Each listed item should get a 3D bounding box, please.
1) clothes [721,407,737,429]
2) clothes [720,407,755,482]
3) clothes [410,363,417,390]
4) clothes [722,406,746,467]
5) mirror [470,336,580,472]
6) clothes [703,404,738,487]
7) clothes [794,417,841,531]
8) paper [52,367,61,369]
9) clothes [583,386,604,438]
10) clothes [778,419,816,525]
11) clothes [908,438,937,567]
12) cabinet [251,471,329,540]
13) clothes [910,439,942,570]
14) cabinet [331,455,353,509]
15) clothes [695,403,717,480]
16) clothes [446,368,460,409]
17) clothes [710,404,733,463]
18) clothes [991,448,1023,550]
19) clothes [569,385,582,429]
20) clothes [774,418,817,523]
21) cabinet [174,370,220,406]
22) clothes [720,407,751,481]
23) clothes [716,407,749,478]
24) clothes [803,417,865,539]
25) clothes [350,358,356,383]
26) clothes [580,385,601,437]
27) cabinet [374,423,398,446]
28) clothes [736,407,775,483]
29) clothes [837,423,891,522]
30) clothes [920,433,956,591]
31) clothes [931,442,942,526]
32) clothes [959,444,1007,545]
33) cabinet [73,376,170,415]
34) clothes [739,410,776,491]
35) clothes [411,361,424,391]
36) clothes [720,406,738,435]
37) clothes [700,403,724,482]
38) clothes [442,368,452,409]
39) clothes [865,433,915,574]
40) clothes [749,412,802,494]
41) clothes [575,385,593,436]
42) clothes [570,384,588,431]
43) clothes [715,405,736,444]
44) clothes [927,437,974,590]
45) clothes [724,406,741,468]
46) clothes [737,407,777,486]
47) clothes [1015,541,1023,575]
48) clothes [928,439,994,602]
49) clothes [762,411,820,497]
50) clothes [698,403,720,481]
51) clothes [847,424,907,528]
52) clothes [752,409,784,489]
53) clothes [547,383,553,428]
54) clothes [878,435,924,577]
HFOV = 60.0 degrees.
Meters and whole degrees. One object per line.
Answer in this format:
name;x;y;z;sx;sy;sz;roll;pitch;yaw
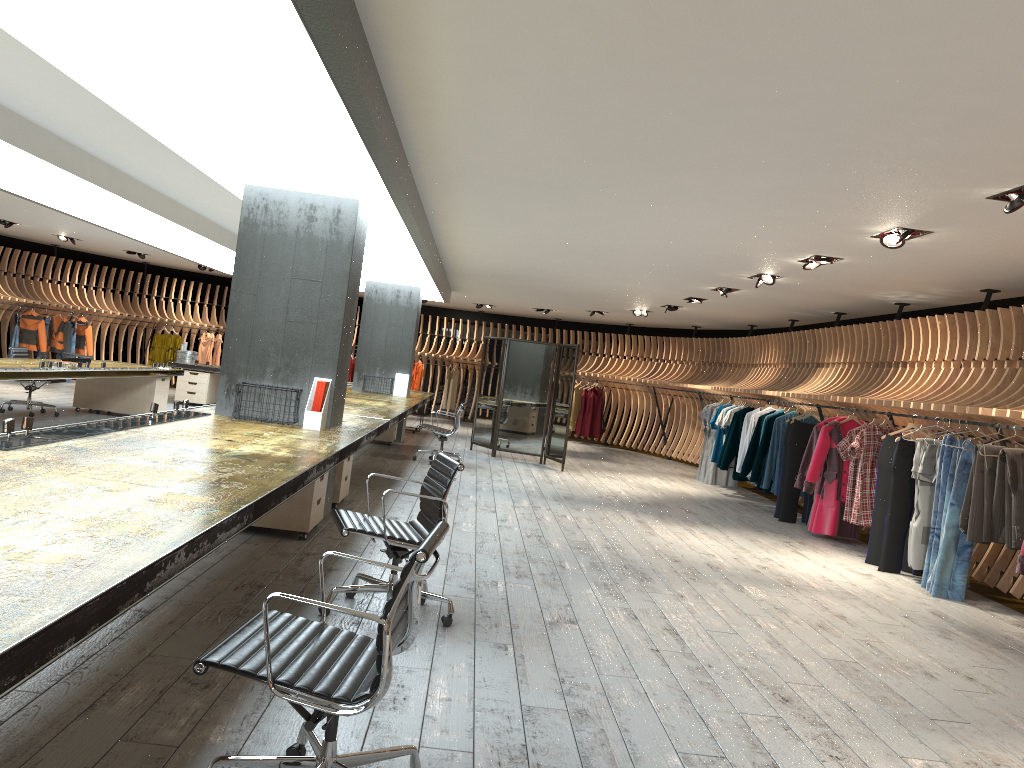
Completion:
clothes;3.493;0.795;13.329;0.742;0.938;0.162;7;0;-8
clothes;3.480;0.878;12.696;0.914;1.081;0.238;7;0;2
clothes;-2.550;-0.156;21.549;0.201;0.881;0.838;7;0;28
clothes;3.446;0.793;13.062;0.734;0.937;0.164;7;0;1
mirror;0.188;0.254;13.902;2.114;1.892;0.442;8;0;39
clothes;3.391;1.041;14.110;0.677;1.434;0.204;7;0;-18
clothes;3.580;1.005;9.854;0.839;1.312;0.321;7;0;-3
paper;-5.109;-0.179;9.984;0.176;0.003;0.130;7;1;-4
clothes;1.815;0.615;19.272;0.443;1.129;0.127;7;0;-30
clothes;3.522;1.114;10.611;0.539;1.353;0.087;7;0;2
clothes;3.632;1.050;7.813;0.273;1.143;0.169;7;0;30
cabinet;-1.964;0.713;6.465;1.131;0.630;0.593;7;0;-2
clothes;3.623;1.049;7.706;0.278;1.141;0.172;7;0;5
cabinet;-2.017;0.688;7.817;1.131;0.630;0.593;7;0;-2
clothes;3.376;1.034;14.527;0.677;1.434;0.203;7;0;12
clothes;-1.418;0.119;21.353;0.096;0.988;0.465;7;0;15
clothes;3.392;0.796;13.661;0.738;0.971;0.167;7;0;6
clothes;3.817;0.867;6.707;0.336;0.776;0.254;7;0;13
clothes;1.336;0.505;19.763;0.777;1.053;0.151;7;0;-2
clothes;3.533;1.113;10.803;0.539;1.353;0.087;7;0;22
cabinet;-5.872;0.075;16.746;0.593;0.630;1.132;7;1;-2
clothes;3.484;0.877;12.783;0.913;1.081;0.238;7;0;-3
clothes;3.472;0.874;12.906;0.913;1.081;0.238;7;0;-3
clothes;3.590;1.010;9.565;0.840;1.312;0.321;7;0;7
clothes;-3.763;0.038;21.559;0.552;1.338;0.093;7;0;38
clothes;1.763;0.607;19.349;0.443;1.129;0.127;7;0;-5
cabinet;-2.375;0.563;13.863;1.131;0.630;0.593;7;0;-2
clothes;3.525;0.868;12.281;0.733;1.106;0.165;7;0;2
clothes;3.621;0.910;8.946;0.760;1.020;0.188;7;0;-2
clothes;3.636;1.185;7.455;0.277;1.543;0.316;7;0;-3
clothes;3.683;1.060;7.601;0.170;1.143;0.273;7;0;45
clothes;3.688;0.855;6.876;0.278;0.767;0.263;7;0;5
cabinet;-5.731;0.141;13.047;1.131;0.630;0.593;7;0;-2
clothes;3.517;0.892;11.756;0.914;1.081;0.238;7;0;2
clothes;-2.309;-0.125;21.507;0.200;0.881;0.840;7;0;-22
clothes;3.487;0.810;13.470;0.743;0.960;0.167;7;0;-9
clothes;3.387;1.039;14.246;0.677;1.434;0.203;7;0;12
clothes;-1.536;0.104;21.376;0.096;0.988;0.465;7;0;10
clothes;3.617;1.158;8.219;0.540;1.353;0.087;7;0;37
clothes;3.538;0.899;11.401;0.913;1.081;0.238;7;0;-3
clothes;1.645;0.590;19.470;0.443;1.129;0.127;7;0;-30
clothes;1.496;0.528;19.613;0.152;1.053;0.776;7;0;38
clothes;3.455;0.791;13.520;0.743;0.931;0.158;7;0;2
clothes;3.694;1.080;7.311;0.276;1.292;0.317;7;0;-38
clothes;3.451;0.807;13.249;0.742;0.950;0.168;7;0;-19
clothes;3.476;0.864;12.088;0.733;1.106;0.165;7;0;-3
clothes;3.739;1.084;5.719;0.840;1.312;0.321;7;0;17
clothes;3.628;1.195;7.163;0.373;1.536;0.312;7;0;9
clothes;3.560;0.877;11.087;0.715;1.088;0.257;7;0;3
clothes;3.382;1.037;14.386;0.677;1.434;0.204;7;0;-13
clothes;3.614;0.910;8.723;0.759;1.030;0.179;7;0;-17
clothes;3.543;0.870;11.525;0.714;1.088;0.257;7;0;-7
clothes;0.843;0.478;20.191;0.126;1.129;0.444;7;0;-10
clothes;3.643;1.164;8.017;0.539;1.353;0.087;7;0;-3
